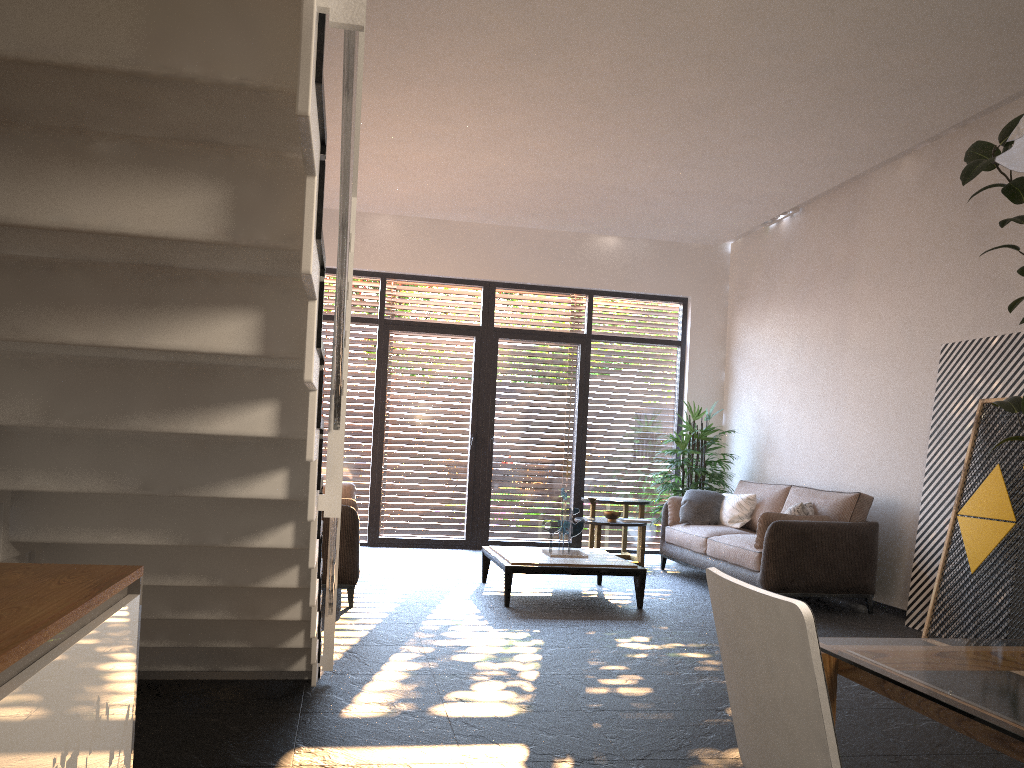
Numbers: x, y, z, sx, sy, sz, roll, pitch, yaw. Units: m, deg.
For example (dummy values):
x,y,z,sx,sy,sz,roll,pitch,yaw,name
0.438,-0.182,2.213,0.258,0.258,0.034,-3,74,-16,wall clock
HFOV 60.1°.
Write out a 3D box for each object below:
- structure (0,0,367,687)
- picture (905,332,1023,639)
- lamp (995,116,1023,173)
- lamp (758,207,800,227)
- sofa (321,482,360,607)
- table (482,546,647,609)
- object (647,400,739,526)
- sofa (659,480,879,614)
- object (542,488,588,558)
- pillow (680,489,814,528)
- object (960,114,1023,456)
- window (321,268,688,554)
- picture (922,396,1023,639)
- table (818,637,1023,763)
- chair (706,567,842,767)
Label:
x,y,z,sx,sy,sz,roll,pitch,yaw,name
1.230,-2.933,0.339,4.236,8.299,8.470,3,-2,-10,structure
3.028,0.688,5.849,0.208,2.017,0.958,3,-1,-10,picture
1.500,-2.738,1.404,1.117,5.207,1.063,3,-1,0,lamp
2.565,-1.673,8.753,0.253,0.066,0.646,3,-4,-10,lamp
-1.704,1.085,6.975,0.994,0.918,2.324,3,-4,-10,sofa
0.358,1.484,6.890,1.049,0.306,1.117,3,-4,-10,table
1.891,1.020,9.303,0.913,1.721,0.980,1,-2,45,object
2.136,1.323,7.694,0.994,0.918,2.324,3,-4,-10,sofa
0.446,-1.198,2.671,0.365,4.467,8.924,3,-3,1,object
2.014,1.132,7.711,0.619,0.342,1.896,3,-4,-10,pillow
3.007,-0.028,3.985,0.909,3.196,2.011,3,-2,-33,object
-0.342,0.314,9.766,4.944,3.025,0.460,3,-1,-11,window
3.026,0.846,5.074,0.386,1.603,1.499,3,-2,-10,picture
1.325,0.943,1.337,0.997,0.713,1.802,3,-4,-10,table
0.681,0.830,1.621,0.602,0.918,0.475,3,-2,-8,chair
